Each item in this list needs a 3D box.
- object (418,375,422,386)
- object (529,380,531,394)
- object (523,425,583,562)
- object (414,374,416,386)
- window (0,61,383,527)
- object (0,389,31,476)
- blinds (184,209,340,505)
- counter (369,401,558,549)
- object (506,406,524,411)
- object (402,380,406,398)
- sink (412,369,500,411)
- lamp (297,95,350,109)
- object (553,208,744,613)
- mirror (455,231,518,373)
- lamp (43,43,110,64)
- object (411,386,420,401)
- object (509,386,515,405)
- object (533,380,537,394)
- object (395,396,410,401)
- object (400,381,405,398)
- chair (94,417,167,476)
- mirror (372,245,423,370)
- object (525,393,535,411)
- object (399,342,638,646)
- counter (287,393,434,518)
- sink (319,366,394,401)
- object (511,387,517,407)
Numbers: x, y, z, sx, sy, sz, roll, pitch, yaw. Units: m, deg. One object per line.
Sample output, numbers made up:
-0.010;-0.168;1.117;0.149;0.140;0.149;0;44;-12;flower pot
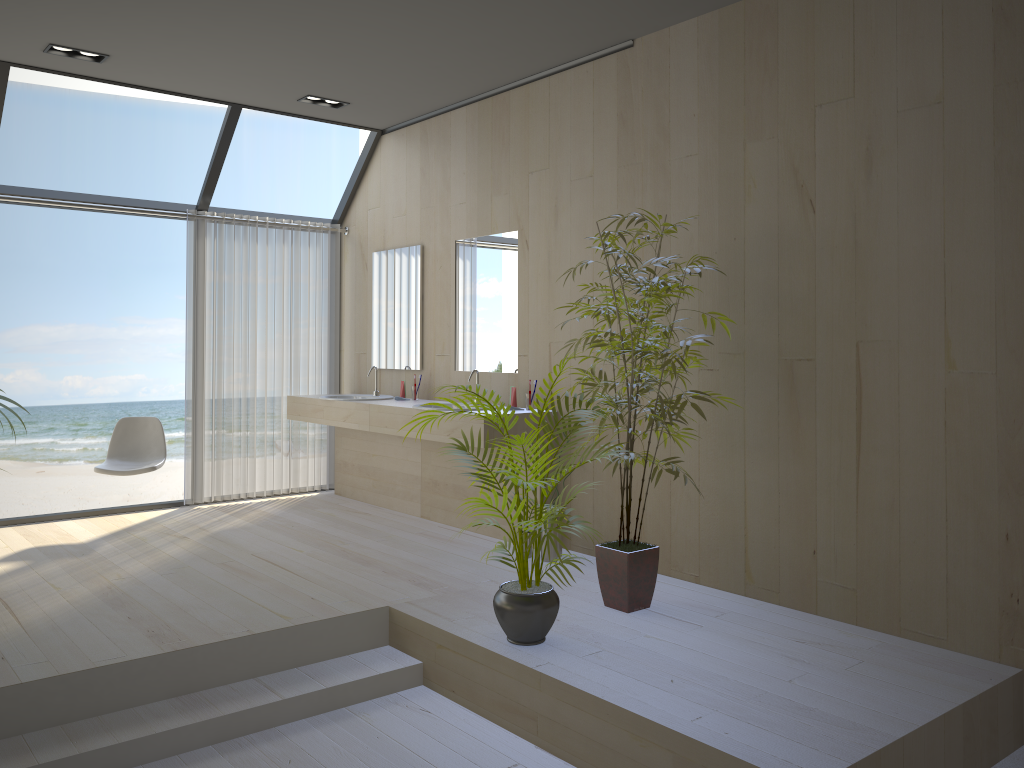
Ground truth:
-0.644;0.023;6.052;0.054;0.175;0.012;0;-1;-14;object
0.104;0.064;5.084;0.012;0.178;0.050;0;-1;0;object
0.236;0.575;4.862;0.274;0.750;0.406;0;-1;39;object
-0.659;0.023;6.019;0.012;0.178;0.050;0;-1;0;object
-2.966;-0.504;5.414;4.560;2.816;0.745;-1;0;-39;window
-1.712;0.372;2.129;0.873;1.346;1.065;0;0;39;object
-1.836;-0.206;6.581;1.182;2.072;0.084;0;-1;-39;blinds
-0.319;0.536;5.361;0.550;0.791;1.205;0;1;-39;counter
0.019;0.139;5.072;0.104;0.029;0.032;0;1;1;object
-0.760;0.041;6.201;0.039;0.135;0.039;0;-1;9;object
-0.333;0.124;5.312;0.504;0.419;0.574;-1;1;-36;sink
-1.242;-1.910;5.838;0.301;0.112;0.164;-1;2;-39;lamp
0.567;0.106;3.934;0.787;1.758;0.935;0;0;-14;object
-0.160;-0.508;5.618;0.023;0.869;0.653;1;0;-39;mirror
-2.405;-1.875;4.889;0.301;0.112;0.164;-1;2;-39;lamp
-0.660;0.065;6.048;0.058;0.100;0.058;0;0;-32;object
0.003;0.081;5.266;0.039;0.135;0.039;0;-1;2;object
0.119;0.064;5.118;0.054;0.175;0.012;0;-1;-14;object
-0.744;0.098;6.006;0.104;0.029;0.032;0;1;1;object
-0.752;0.045;6.087;0.039;0.135;0.039;0;-1;9;object
-2.419;0.397;5.643;0.369;0.347;0.454;0;1;-11;chair
-0.836;-0.543;6.404;0.023;0.869;0.653;1;0;-39;mirror
0.103;0.105;5.113;0.058;0.100;0.058;0;0;-29;object
0.012;0.412;3.423;0.916;1.158;0.750;0;0;-6;object
-1.082;0.496;6.295;0.550;0.791;1.205;0;1;-39;counter
-1.096;0.083;6.246;0.504;0.419;0.574;-1;1;-36;sink
0.010;0.086;5.153;0.039;0.135;0.039;0;-1;2;object
